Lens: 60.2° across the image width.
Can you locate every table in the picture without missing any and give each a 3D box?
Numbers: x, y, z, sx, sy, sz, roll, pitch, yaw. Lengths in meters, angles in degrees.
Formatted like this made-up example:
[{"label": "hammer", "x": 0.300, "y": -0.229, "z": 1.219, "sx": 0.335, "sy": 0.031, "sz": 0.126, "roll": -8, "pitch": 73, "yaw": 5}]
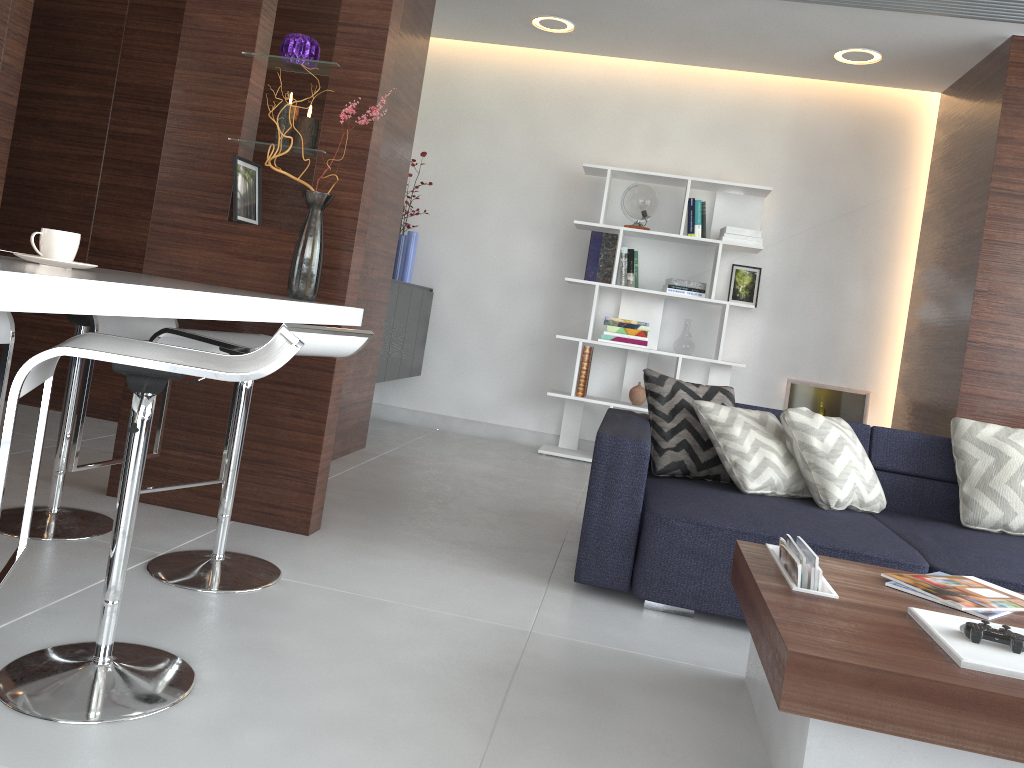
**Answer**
[{"label": "table", "x": 0.874, "y": 0.641, "z": 1.777, "sx": 0.802, "sy": 0.352, "sz": 0.805, "roll": 9, "pitch": 3, "yaw": 8}]

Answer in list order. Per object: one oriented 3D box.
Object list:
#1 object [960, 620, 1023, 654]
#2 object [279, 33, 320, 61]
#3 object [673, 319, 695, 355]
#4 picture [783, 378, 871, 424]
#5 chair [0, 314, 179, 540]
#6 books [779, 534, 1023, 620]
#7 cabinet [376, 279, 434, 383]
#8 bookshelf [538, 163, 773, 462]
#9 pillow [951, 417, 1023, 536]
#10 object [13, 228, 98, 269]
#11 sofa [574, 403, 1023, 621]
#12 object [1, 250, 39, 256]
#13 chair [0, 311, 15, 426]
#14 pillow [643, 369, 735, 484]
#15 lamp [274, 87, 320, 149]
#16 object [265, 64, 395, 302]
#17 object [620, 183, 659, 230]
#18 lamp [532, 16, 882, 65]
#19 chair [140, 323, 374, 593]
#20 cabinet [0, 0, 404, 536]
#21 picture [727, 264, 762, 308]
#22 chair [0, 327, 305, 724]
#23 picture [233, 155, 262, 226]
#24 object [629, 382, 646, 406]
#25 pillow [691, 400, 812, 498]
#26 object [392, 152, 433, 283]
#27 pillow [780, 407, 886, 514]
[{"label": "object", "x": 0.901, "y": 0.466, "z": 1.648, "sx": 0.113, "sy": 0.036, "sz": 0.070, "roll": 10, "pitch": 4, "yaw": 21}, {"label": "object", "x": -0.726, "y": -1.136, "z": 3.024, "sx": 0.132, "sy": 0.097, "sz": 0.135, "roll": 7, "pitch": 3, "yaw": -42}, {"label": "object", "x": 1.068, "y": -0.290, "z": 5.443, "sx": 0.133, "sy": 0.219, "sz": 0.132, "roll": 9, "pitch": 1, "yaw": 14}, {"label": "picture", "x": 1.913, "y": 0.352, "z": 5.457, "sx": 0.501, "sy": 0.699, "sz": 0.083, "roll": 9, "pitch": -1, "yaw": 9}, {"label": "chair", "x": -1.329, "y": 0.037, "z": 2.626, "sx": 0.465, "sy": 0.740, "sz": 0.395, "roll": 9, "pitch": 0, "yaw": 14}, {"label": "books", "x": -2.786, "y": 0.028, "z": 1.187, "sx": 8.211, "sy": 0.373, "sz": 0.407, "roll": 8, "pitch": 2, "yaw": -13}, {"label": "cabinet", "x": -0.834, "y": -0.347, "z": 5.337, "sx": 0.399, "sy": 0.583, "sz": 1.131, "roll": 9, "pitch": 3, "yaw": 8}, {"label": "bookshelf", "x": 0.882, "y": -0.380, "z": 5.512, "sx": 1.152, "sy": 1.820, "sz": 0.299, "roll": 9, "pitch": -1, "yaw": 8}, {"label": "pillow", "x": 1.864, "y": 0.358, "z": 3.207, "sx": 0.496, "sy": 0.388, "sz": 0.342, "roll": 9, "pitch": 1, "yaw": 8}, {"label": "object", "x": -1.084, "y": -0.323, "z": 2.111, "sx": 0.181, "sy": 0.086, "sz": 0.183, "roll": 8, "pitch": 3, "yaw": -15}, {"label": "sofa", "x": 1.641, "y": 0.572, "z": 2.567, "sx": 2.878, "sy": 0.608, "sz": 1.900, "roll": 9, "pitch": 4, "yaw": 8}, {"label": "object", "x": -1.145, "y": -0.304, "z": 2.121, "sx": 0.036, "sy": 0.012, "sz": 0.165, "roll": 11, "pitch": 5, "yaw": 33}, {"label": "chair", "x": -1.394, "y": 0.086, "z": 1.834, "sx": 0.464, "sy": 0.740, "sz": 0.396, "roll": 9, "pitch": 0, "yaw": 4}, {"label": "pillow", "x": 0.702, "y": 0.165, "z": 3.393, "sx": 0.413, "sy": 0.386, "sz": 0.222, "roll": 8, "pitch": 1, "yaw": -21}, {"label": "lamp", "x": -0.724, "y": -0.895, "z": 2.997, "sx": 0.154, "sy": 0.210, "sz": 0.077, "roll": 9, "pitch": 0, "yaw": 20}, {"label": "object", "x": -0.596, "y": -0.622, "z": 2.737, "sx": 0.387, "sy": 0.735, "sz": 0.198, "roll": 9, "pitch": 0, "yaw": -10}, {"label": "object", "x": 0.786, "y": -1.064, "z": 5.509, "sx": 0.236, "sy": 0.383, "sz": 0.219, "roll": 9, "pitch": 1, "yaw": 28}, {"label": "lamp", "x": -1.815, "y": -2.195, "z": 2.451, "sx": 9.571, "sy": 0.084, "sz": 5.365, "roll": 8, "pitch": 4, "yaw": -5}, {"label": "chair", "x": -0.730, "y": 0.164, "z": 2.393, "sx": 0.466, "sy": 0.709, "sz": 0.394, "roll": 9, "pitch": 1, "yaw": 26}, {"label": "cabinet", "x": -1.044, "y": -0.744, "z": 1.442, "sx": 0.788, "sy": 2.549, "sz": 3.334, "roll": 9, "pitch": 2, "yaw": 8}, {"label": "picture", "x": 1.464, "y": -0.619, "z": 5.565, "sx": 0.182, "sy": 0.256, "sz": 0.058, "roll": 9, "pitch": -1, "yaw": 8}, {"label": "chair", "x": -0.704, "y": 0.220, "z": 1.698, "sx": 0.462, "sy": 0.709, "sz": 0.398, "roll": 9, "pitch": 0, "yaw": -19}, {"label": "picture", "x": -0.901, "y": -0.653, "z": 3.015, "sx": 0.051, "sy": 0.221, "sz": 0.175, "roll": 9, "pitch": 1, "yaw": 12}, {"label": "object", "x": 0.785, "y": 0.060, "z": 5.495, "sx": 0.111, "sy": 0.147, "sz": 0.123, "roll": 9, "pitch": 1, "yaw": 5}, {"label": "pillow", "x": 0.901, "y": 0.242, "z": 3.261, "sx": 0.413, "sy": 0.294, "sz": 0.332, "roll": 7, "pitch": 2, "yaw": -30}, {"label": "object", "x": -0.707, "y": -1.089, "z": 5.747, "sx": 0.271, "sy": 0.861, "sz": 0.270, "roll": 9, "pitch": 0, "yaw": 23}, {"label": "pillow", "x": 1.184, "y": 0.280, "z": 3.246, "sx": 0.415, "sy": 0.351, "sz": 0.282, "roll": 7, "pitch": 2, "yaw": -39}]
